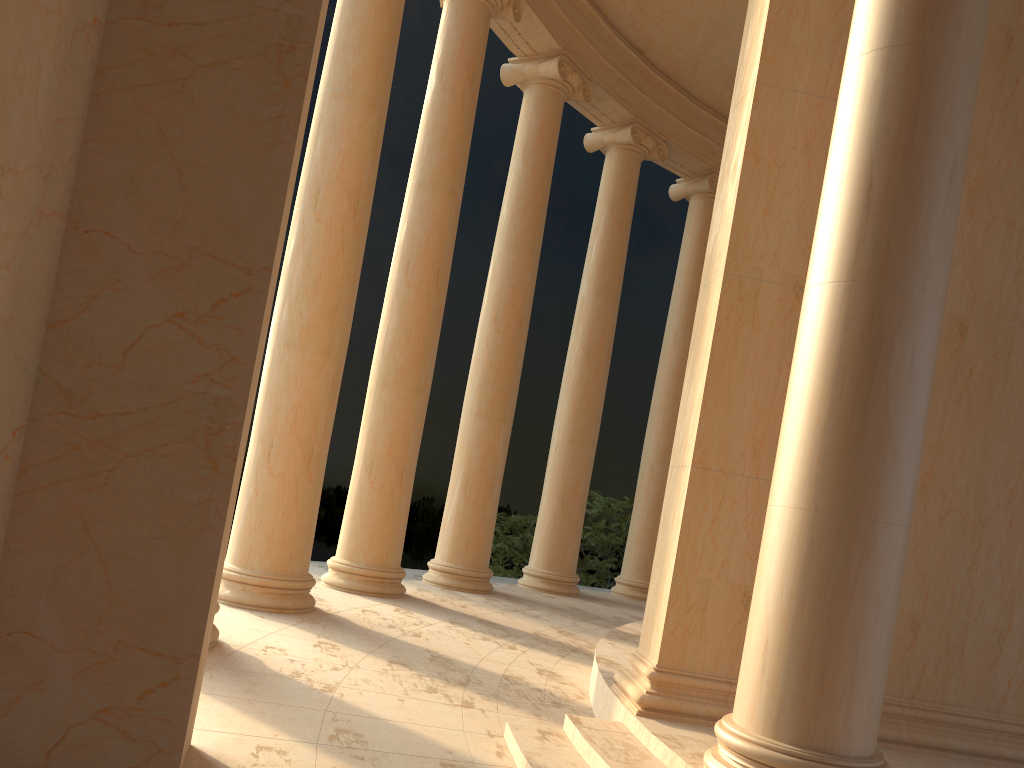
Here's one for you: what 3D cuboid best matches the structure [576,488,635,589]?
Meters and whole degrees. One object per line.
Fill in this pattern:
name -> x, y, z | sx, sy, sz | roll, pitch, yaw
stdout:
structure -> 167.006, 341.313, 1609.461 | 247.347, 298.532, 238.389 | 10, -4, -3

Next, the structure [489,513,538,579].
structure -> -18.703, 310.706, 1519.025 | 148.955, 187.724, 156.561 | 10, -4, 7
